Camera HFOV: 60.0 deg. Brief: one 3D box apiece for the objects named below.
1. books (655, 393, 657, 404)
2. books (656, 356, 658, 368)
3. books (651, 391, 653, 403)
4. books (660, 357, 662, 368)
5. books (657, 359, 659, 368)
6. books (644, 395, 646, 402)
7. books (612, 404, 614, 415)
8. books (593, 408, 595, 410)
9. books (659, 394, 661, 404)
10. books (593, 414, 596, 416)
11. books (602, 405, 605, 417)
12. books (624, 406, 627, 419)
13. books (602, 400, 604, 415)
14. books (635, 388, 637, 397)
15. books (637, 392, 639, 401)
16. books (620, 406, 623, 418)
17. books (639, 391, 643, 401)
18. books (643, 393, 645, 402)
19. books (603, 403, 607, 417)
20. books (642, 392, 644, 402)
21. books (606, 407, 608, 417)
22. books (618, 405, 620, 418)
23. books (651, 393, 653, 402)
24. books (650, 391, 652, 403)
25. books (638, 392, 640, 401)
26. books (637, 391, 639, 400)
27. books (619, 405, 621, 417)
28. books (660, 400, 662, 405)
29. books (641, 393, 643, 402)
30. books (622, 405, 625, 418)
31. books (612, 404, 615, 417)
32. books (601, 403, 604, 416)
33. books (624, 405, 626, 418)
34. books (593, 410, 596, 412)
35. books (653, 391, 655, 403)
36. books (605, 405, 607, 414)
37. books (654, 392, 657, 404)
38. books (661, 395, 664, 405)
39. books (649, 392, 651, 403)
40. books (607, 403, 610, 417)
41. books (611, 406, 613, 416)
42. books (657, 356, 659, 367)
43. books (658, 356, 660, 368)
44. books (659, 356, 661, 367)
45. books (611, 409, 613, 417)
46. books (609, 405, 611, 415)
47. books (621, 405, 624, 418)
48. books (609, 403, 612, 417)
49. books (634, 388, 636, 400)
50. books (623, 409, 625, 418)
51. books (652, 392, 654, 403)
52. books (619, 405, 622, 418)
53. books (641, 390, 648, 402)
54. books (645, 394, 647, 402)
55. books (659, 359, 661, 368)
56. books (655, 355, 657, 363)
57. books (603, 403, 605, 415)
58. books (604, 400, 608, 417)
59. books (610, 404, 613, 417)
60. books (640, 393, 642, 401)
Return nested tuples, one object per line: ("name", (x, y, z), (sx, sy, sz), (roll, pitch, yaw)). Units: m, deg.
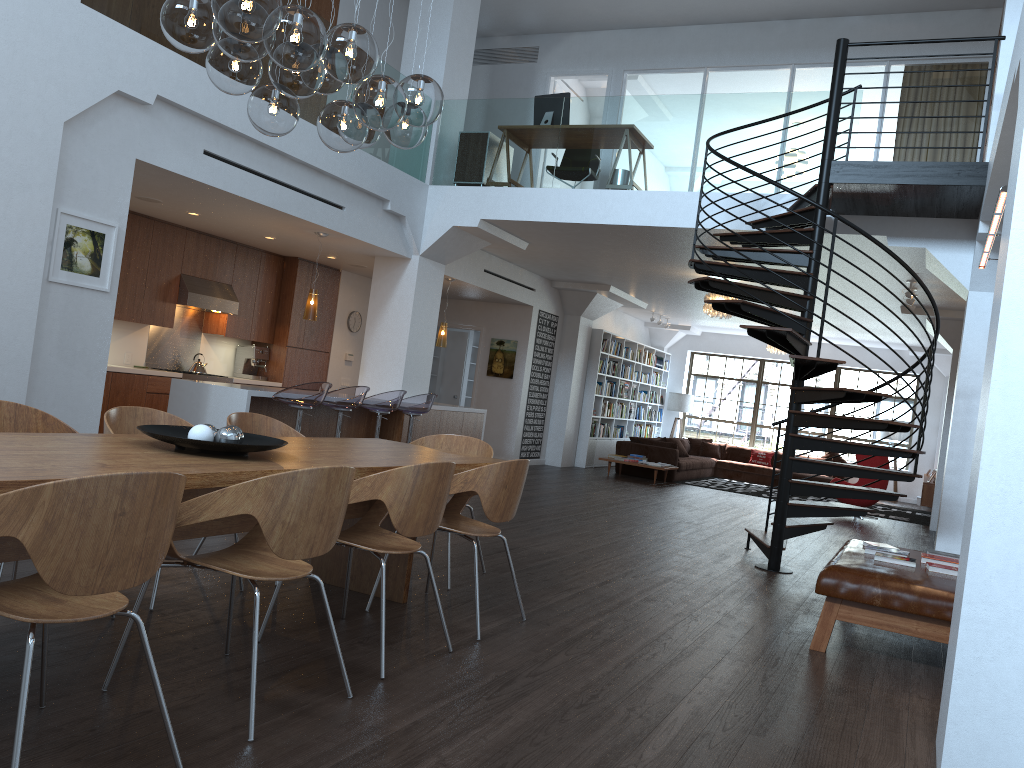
("books", (2.993, 0.296, 18.873), (0.174, 0.236, 0.142), (7, 0, 25))
("books", (2.965, -0.477, 18.623), (0.183, 0.253, 0.042), (7, 0, 25))
("books", (2.852, 0.265, 18.577), (0.183, 0.253, 0.042), (7, 0, 25))
("books", (3.080, -0.460, 18.858), (0.183, 0.253, 0.042), (7, 0, 25))
("books", (3.000, -0.472, 18.703), (0.183, 0.253, 0.042), (7, 0, 25))
("books", (2.670, 0.288, 18.132), (0.110, 0.153, 0.019), (7, 0, 25))
("books", (1.790, 0.483, 16.402), (0.160, 0.250, 0.026), (7, 0, 25))
("books", (1.364, 0.433, 15.562), (0.144, 0.025, 0.204), (8, 0, 15))
("books", (3.121, 0.321, 19.126), (0.161, 0.222, 0.084), (7, 0, 25))
("books", (1.353, 0.527, 15.561), (0.197, 0.035, 0.284), (8, 0, 15))
("books", (1.576, 0.473, 15.926), (0.144, 0.207, 0.048), (7, 0, 25))
("books", (2.104, 0.536, 17.083), (0.174, 0.240, 0.045), (7, 0, 25))
("books", (1.568, 0.426, 15.882), (0.140, 0.298, 0.044), (7, 0, 25))
("books", (2.370, 0.194, 17.545), (0.160, 0.251, 0.036), (7, 0, 25))
("books", (2.453, 0.232, 17.694), (0.127, 0.200, 0.020), (7, 0, 25))
("books", (1.997, 0.520, 16.848), (0.174, 0.240, 0.045), (7, 0, 25))
("books", (2.557, 0.244, 17.916), (0.140, 0.206, 0.042), (7, 0, 25))
("books", (2.626, 0.269, 18.056), (0.128, 0.178, 0.021), (7, 0, 25))
("books", (1.605, 0.458, 16.013), (0.171, 0.246, 0.057), (7, 0, 25))
("books", (2.592, 0.254, 17.989), (0.136, 0.196, 0.045), (7, 0, 25))
("books", (1.655, 0.477, 16.124), (0.161, 0.223, 0.026), (7, 0, 25))
("books", (1.936, 0.504, 16.705), (0.183, 0.253, 0.034), (7, 0, 25))
("books", (2.848, 0.279, 18.538), (0.161, 0.223, 0.032), (7, 0, 25))
("books", (2.813, 0.266, 18.471), (0.174, 0.240, 0.054), (7, 0, 25))
("books", (2.478, 0.244, 17.754), (0.134, 0.184, 0.029), (7, 0, 25))
("books", (2.440, 0.232, 17.665), (0.136, 0.196, 0.043), (7, 0, 25))
("books", (1.954, 0.506, 16.734), (0.183, 0.253, 0.034), (7, 0, 25))
("books", (3.152, 0.333, 19.220), (0.167, 0.210, 0.162), (7, 0, 25))
("books", (2.577, 0.255, 17.951), (0.139, 0.191, 0.036), (7, 0, 25))
("books", (2.053, 0.518, 16.957), (0.180, 0.259, 0.060), (7, 0, 25))
("books", (1.806, 0.483, 16.428), (0.183, 0.253, 0.034), (7, 0, 25))
("books", (1.527, 0.445, 15.844), (0.189, 0.247, 0.057), (7, 0, 25))
("books", (2.088, 0.527, 17.048), (0.183, 0.253, 0.034), (7, 0, 25))
("books", (1.358, 0.460, 15.558), (0.174, 0.032, 0.254), (7, 0, 20))
("books", (2.916, 0.272, 18.716), (0.180, 0.259, 0.042), (7, 0, 25))
("books", (1.622, 0.472, 16.051), (0.161, 0.223, 0.027), (7, 0, 25))
("books", (2.957, 0.281, 18.791), (0.183, 0.253, 0.042), (7, 0, 25))
("books", (3.199, 0.337, 19.299), (0.182, 0.215, 0.188), (7, 0, 25))
("books", (2.793, 0.271, 18.432), (0.161, 0.223, 0.032), (7, 0, 25))
("books", (1.697, 0.471, 16.201), (0.171, 0.246, 0.057), (7, 0, 25))
("books", (1.758, 0.477, 16.336), (0.183, 0.253, 0.034), (7, 0, 25))
("books", (2.984, -0.474, 18.662), (0.183, 0.253, 0.042), (7, 0, 25))
("books", (3.021, -0.469, 18.741), (0.183, 0.253, 0.042), (7, 0, 25))
("books", (3.043, -0.465, 18.779), (0.183, 0.253, 0.042), (7, 0, 25))
("books", (1.767, 0.485, 16.374), (0.174, 0.240, 0.045), (7, 0, 25))
("books", (1.711, 0.481, 16.246), (0.168, 0.231, 0.037), (7, 0, 25))
("books", (2.024, 0.517, 16.879), (0.183, 0.253, 0.034), (7, 0, 25))
("books", (1.730, 0.473, 16.276), (0.183, 0.253, 0.034), (7, 0, 25))
("books", (2.356, 0.195, 17.511), (0.171, 0.246, 0.036), (7, 0, 25))
("books", (2.073, 0.526, 16.994), (0.160, 0.250, 0.026), (7, 0, 25))
("books", (2.886, 0.274, 18.642), (0.171, 0.246, 0.039), (7, 0, 25))
("books", (1.970, 0.512, 16.776), (0.171, 0.246, 0.057), (7, 0, 25))
("books", (2.716, 0.255, 18.249), (0.140, 0.231, 0.042), (7, 0, 25))
("books", (2.702, 0.288, 18.188), (0.106, 0.162, 0.032), (7, 0, 25))
("books", (3.056, -0.463, 18.821), (0.183, 0.253, 0.042), (7, 0, 25))
("books", (2.941, -0.480, 18.586), (0.183, 0.253, 0.042), (7, 0, 25))
("books", (1.582, 0.457, 15.972), (0.159, 0.241, 0.038), (7, 0, 25))
("books", (1.641, 0.441, 16.089), (0.176, 0.290, 0.053), (7, 0, 25))
("books", (1.748, 0.475, 16.305), (0.183, 0.253, 0.034), (7, 0, 25))
("books", (2.546, 0.265, 17.856), (0.106, 0.162, 0.030), (7, 0, 25))
